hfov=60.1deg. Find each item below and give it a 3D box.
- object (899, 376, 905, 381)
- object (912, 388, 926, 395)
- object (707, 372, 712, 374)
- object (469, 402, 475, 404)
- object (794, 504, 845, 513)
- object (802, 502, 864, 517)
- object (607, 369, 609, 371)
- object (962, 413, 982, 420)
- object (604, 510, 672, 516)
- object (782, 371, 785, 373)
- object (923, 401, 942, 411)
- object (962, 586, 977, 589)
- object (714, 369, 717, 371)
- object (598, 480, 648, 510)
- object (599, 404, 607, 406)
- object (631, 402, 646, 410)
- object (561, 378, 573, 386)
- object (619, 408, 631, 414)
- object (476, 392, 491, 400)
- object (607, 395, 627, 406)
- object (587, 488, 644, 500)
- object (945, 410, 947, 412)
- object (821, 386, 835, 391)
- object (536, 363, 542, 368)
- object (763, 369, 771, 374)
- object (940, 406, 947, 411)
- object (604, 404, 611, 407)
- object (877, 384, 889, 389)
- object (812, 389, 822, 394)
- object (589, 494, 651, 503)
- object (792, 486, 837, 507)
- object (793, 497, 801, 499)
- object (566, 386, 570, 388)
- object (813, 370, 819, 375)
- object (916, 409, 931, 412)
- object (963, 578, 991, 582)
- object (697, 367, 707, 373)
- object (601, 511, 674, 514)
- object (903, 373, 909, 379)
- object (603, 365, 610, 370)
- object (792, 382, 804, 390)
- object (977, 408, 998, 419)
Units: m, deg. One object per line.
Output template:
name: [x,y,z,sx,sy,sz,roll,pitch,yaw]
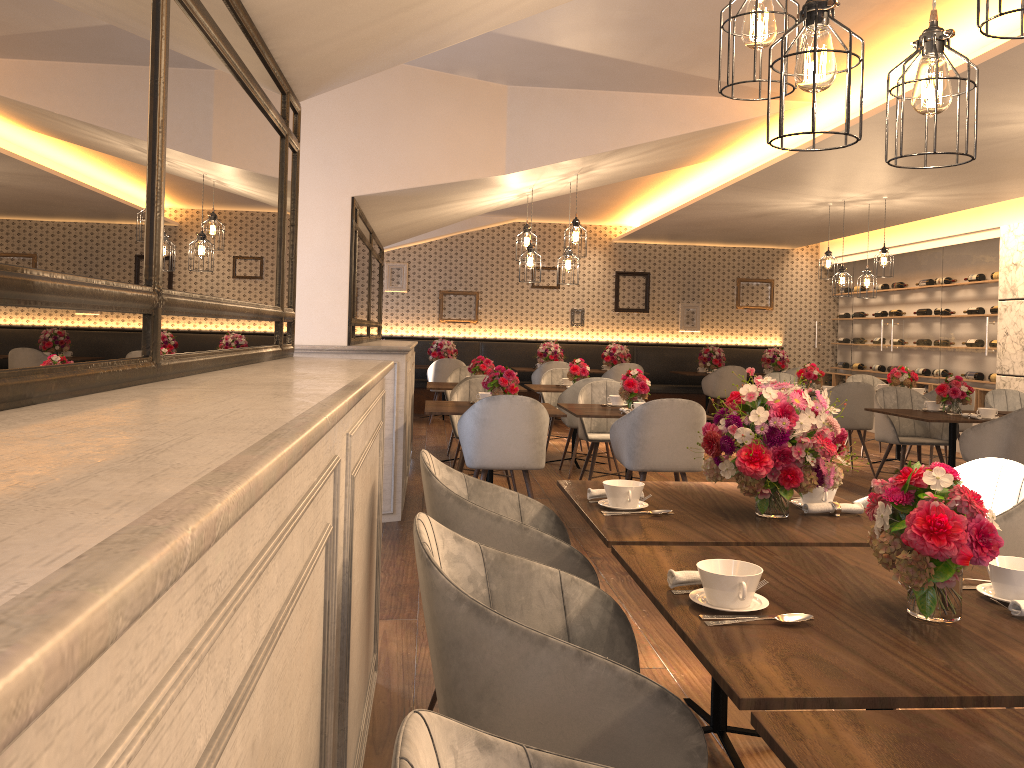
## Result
object: [3.931,-0.052,8.950,0.049,0.052,0.077,2,2,5]
object: [4.000,0.079,8.716,0.148,0.072,0.148,0,3,-28]
object: [2.786,-0.155,12.455,0.056,0.039,0.176,1,3,-5]
object: [-0.290,0.128,6.282,0.043,0.015,0.197,1,3,-9]
object: [0.929,0.369,2.626,0.192,0.024,0.025,1,2,-5]
object: [0.942,0.364,2.593,0.175,0.039,0.056,1,2,-5]
object: [1.363,-0.187,12.325,0.056,0.039,0.176,1,3,-5]
object: [3.196,0.222,6.153,0.056,0.039,0.176,1,3,-5]
object: [0.358,0.365,2.504,0.197,0.015,0.043,1,3,-9]
object: [3.897,-0.147,12.556,0.148,0.072,0.148,4,4,42]
object: [3.219,0.170,6.767,0.148,0.072,0.148,0,3,-28]
object: [0.982,0.426,1.853,0.210,0.004,0.022,1,3,-5]
object: [2.900,-0.169,12.465,0.148,0.072,0.148,4,3,37]
object: [0.329,0.329,2.615,0.148,0.072,0.148,4,3,37]
object: [0.651,0.149,6.368,0.043,0.015,0.197,1,3,-9]
object: [0.853,0.159,5.795,0.148,0.072,0.148,0,3,-38]
object: [0.552,-0.018,8.709,0.148,0.072,0.148,0,3,-38]
object: [0.740,0.174,5.784,0.056,0.039,0.176,1,3,-5]
object: [-0.178,0.100,6.312,0.148,0.072,0.148,0,3,-38]
object: [0.762,0.122,6.398,0.148,0.072,0.148,0,3,-38]
object: [0.318,0.339,2.729,0.175,0.039,0.056,1,2,-5]
object: [3.299,0.196,6.765,0.025,0.024,0.193,1,3,-5]
object: [3.085,0.058,8.633,0.148,0.072,0.148,0,3,-28]
object: [0.420,-0.261,12.850,0.148,0.072,0.148,4,4,42]
object: [3.806,-0.184,13.159,0.148,0.072,0.148,4,3,37]
object: [3.332,0.189,6.778,0.056,0.039,0.176,1,3,-5]
object: [0.686,0.156,6.364,0.022,0.004,0.211,1,3,-5]
object: [3.909,0.041,9.319,0.148,0.072,0.148,0,3,-28]
object: [2.972,0.072,8.622,0.056,0.039,0.176,1,3,-5]
object: [0.330,0.348,2.695,0.192,0.024,0.025,1,2,-5]
object: [0.932,0.341,2.706,0.148,0.072,0.148,4,3,37]
object: [0.901,0.362,2.817,0.197,0.015,0.043,1,3,-9]
object: [0.529,0.034,8.096,0.056,0.039,0.176,1,3,-5]
object: [3.033,-0.113,8.887,0.045,0.052,0.077,0,3,-43]
object: [3.143,0.204,6.734,0.022,0.004,0.211,1,3,-5]
object: [0.986,0.418,1.889,0.197,0.015,0.043,1,3,-9]
object: [2.809,-0.207,13.068,0.148,0.072,0.148,4,4,42]
object: [0.361,0.369,2.540,0.210,0.004,0.022,1,3,-5]
object: [3.957,-0.082,8.940,0.048,0.052,0.076,1,2,-26]
object: [1.386,-0.239,12.938,0.148,0.072,0.148,4,4,42]
object: [2.994,0.020,9.236,0.148,0.072,0.148,0,3,-28]
object: [3.310,0.207,6.164,0.148,0.072,0.148,0,3,-28]
